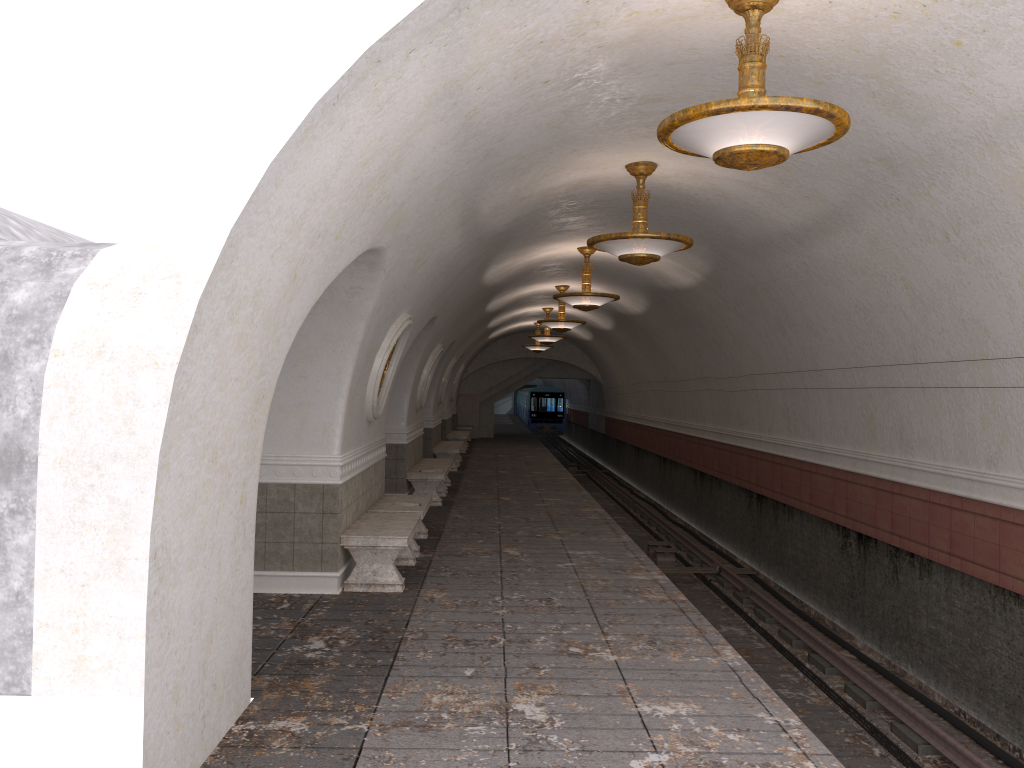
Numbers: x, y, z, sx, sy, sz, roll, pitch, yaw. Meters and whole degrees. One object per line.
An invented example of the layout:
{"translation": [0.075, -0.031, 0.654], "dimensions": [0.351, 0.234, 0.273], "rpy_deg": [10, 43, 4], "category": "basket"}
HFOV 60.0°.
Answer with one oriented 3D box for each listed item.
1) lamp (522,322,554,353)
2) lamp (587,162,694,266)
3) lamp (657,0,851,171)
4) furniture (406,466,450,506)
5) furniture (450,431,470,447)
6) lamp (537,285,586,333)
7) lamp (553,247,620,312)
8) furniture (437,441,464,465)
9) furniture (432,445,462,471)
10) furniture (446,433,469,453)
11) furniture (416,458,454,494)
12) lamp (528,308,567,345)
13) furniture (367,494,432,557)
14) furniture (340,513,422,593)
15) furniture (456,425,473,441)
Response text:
{"translation": [0.817, -1.444, 27.797], "dimensions": [1.008, 0.955, 1.008], "rpy_deg": [1, -1, 45], "category": "lamp"}
{"translation": [1.221, -1.600, 8.451], "dimensions": [1.008, 0.955, 1.008], "rpy_deg": [1, -1, -17], "category": "lamp"}
{"translation": [1.298, -1.630, 4.798], "dimensions": [1.008, 0.955, 1.008], "rpy_deg": [1, -1, 45], "category": "lamp"}
{"translation": [-1.385, 1.673, 14.701], "dimensions": [0.613, 0.508, 1.509], "rpy_deg": [1, 0, -1], "category": "furniture"}
{"translation": [-1.671, 1.784, 28.363], "dimensions": [0.613, 0.508, 1.509], "rpy_deg": [1, 0, -1], "category": "furniture"}
{"translation": [1.019, -1.522, 18.141], "dimensions": [1.008, 0.955, 1.008], "rpy_deg": [1, -1, 15], "category": "lamp"}
{"translation": [1.120, -1.561, 13.313], "dimensions": [1.008, 0.955, 1.008], "rpy_deg": [1, -1, -17], "category": "lamp"}
{"translation": [-1.546, 1.736, 22.402], "dimensions": [0.613, 0.508, 1.509], "rpy_deg": [1, 0, -1], "category": "furniture"}
{"translation": [-1.511, 1.722, 20.721], "dimensions": [0.613, 0.508, 1.509], "rpy_deg": [1, 0, -1], "category": "furniture"}
{"translation": [-1.635, 1.770, 26.682], "dimensions": [0.613, 0.508, 1.509], "rpy_deg": [1, 0, -1], "category": "furniture"}
{"translation": [-1.420, 1.687, 16.382], "dimensions": [0.613, 0.508, 1.509], "rpy_deg": [1, 0, -1], "category": "furniture"}
{"translation": [0.918, -1.483, 22.968], "dimensions": [1.008, 0.955, 1.008], "rpy_deg": [1, -1, 15], "category": "lamp"}
{"translation": [-1.294, 1.638, 10.375], "dimensions": [0.613, 0.508, 1.509], "rpy_deg": [1, 0, -1], "category": "furniture"}
{"translation": [-1.259, 1.625, 8.694], "dimensions": [0.613, 0.508, 1.509], "rpy_deg": [1, 0, -1], "category": "furniture"}
{"translation": [-1.767, 1.821, 32.982], "dimensions": [0.613, 0.508, 1.509], "rpy_deg": [1, 0, -1], "category": "furniture"}
